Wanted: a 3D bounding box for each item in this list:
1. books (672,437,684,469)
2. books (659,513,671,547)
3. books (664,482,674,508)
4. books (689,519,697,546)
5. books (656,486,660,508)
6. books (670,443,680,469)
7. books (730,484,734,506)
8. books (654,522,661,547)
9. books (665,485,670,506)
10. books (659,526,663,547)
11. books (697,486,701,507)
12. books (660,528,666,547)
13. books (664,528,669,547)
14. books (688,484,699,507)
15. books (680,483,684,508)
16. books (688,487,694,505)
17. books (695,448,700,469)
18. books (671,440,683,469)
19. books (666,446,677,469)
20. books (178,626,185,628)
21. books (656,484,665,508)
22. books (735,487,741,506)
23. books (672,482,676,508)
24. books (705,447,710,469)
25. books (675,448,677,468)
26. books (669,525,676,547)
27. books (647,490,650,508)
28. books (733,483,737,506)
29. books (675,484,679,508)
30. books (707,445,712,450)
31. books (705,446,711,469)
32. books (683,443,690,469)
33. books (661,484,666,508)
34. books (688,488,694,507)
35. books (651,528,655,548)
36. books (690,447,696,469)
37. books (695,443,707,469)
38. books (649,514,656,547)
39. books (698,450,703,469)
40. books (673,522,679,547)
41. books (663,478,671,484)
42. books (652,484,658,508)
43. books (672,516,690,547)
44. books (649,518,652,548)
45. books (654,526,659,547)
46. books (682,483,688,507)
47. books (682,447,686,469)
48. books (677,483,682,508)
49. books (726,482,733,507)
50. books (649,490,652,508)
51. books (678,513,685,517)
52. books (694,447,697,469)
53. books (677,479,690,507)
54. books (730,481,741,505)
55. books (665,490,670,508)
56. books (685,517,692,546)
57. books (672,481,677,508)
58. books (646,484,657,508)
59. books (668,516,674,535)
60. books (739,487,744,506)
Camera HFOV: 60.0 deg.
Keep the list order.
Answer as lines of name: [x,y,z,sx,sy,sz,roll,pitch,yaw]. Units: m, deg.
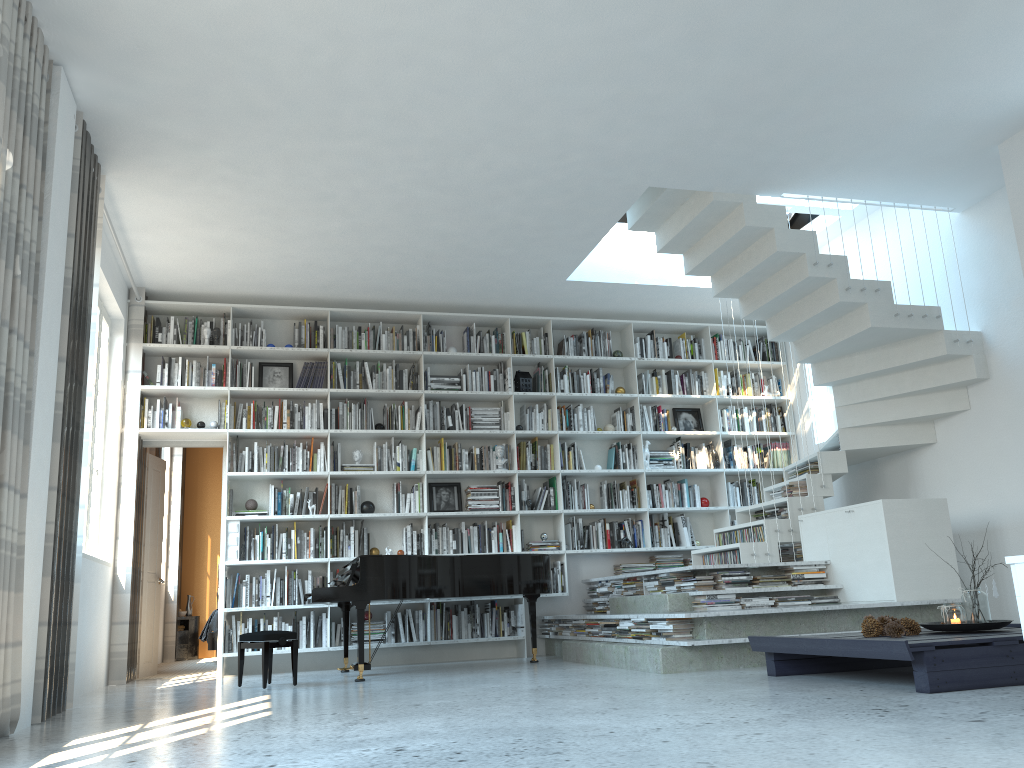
books: [1.638,0.702,8.745,0.010,0.338,0.180,1,-14,-15]
books: [1.470,1.415,8.532,0.014,0.332,0.169,1,-14,-15]
books: [1.510,1.094,8.602,0.028,0.254,0.192,1,-14,-15]
books: [1.720,1.450,8.599,0.062,0.273,0.148,1,-14,-15]
books: [1.384,1.111,8.578,0.011,0.222,0.163,1,-14,-15]
books: [1.610,0.735,8.759,0.012,0.284,0.160,1,-14,-15]
books: [2.151,1.121,8.798,0.037,0.235,0.153,1,-14,-15]
books: [1.382,1.456,8.495,0.015,0.243,0.157,1,-14,-15]
books: [1.485,1.111,8.615,0.012,0.229,0.179,1,-14,-15]
books: [1.399,1.475,8.507,0.025,0.209,0.137,1,-14,-15]
books: [1.796,1.121,8.701,0.027,0.222,0.170,1,-14,-15]
books: [1.426,1.487,8.512,0.030,0.187,0.140,1,-14,-15]
books: [1.454,1.487,8.512,0.024,0.184,0.149,1,-14,-15]
books: [1.772,1.114,8.694,0.025,0.235,0.181,1,-14,-15]
books: [1.629,1.105,8.668,0.012,0.253,0.161,1,-14,-15]
books: [1.740,1.124,8.693,0.037,0.218,0.140,1,-14,-15]
books: [1.818,0.765,8.818,0.028,0.234,0.129,1,-14,-15]
books: [1.628,0.721,8.739,0.011,0.299,0.184,1,-14,-15]
books: [1.572,0.746,8.734,0.012,0.253,0.161,1,-14,-15]
books: [-4.195,3.035,11.044,0.133,0.022,0.189,-13,-17,34]
books: [1.410,1.099,8.583,0.045,0.245,0.186,1,-14,-15]
books: [2.206,1.138,8.805,0.029,0.201,0.173,1,-14,-15]
books: [1.540,1.092,8.615,0.012,0.261,0.187,1,-14,-15]
books: [1.904,0.757,8.813,0.041,0.238,0.177,1,-14,-15]
books: [1.584,0.754,8.754,0.023,0.246,0.138,1,-14,-15]
books: [1.505,1.471,8.527,0.052,0.216,0.185,1,-14,-15]
books: [1.285,1.128,8.553,0.023,0.186,0.160,1,-14,-15]
books: [2.179,1.119,8.808,0.022,0.241,0.151,1,-14,-15]
books: [1.574,1.106,8.647,0.026,0.246,0.166,1,-14,-15]
books: [1.999,0.745,8.875,0.029,0.283,0.139,1,-14,-15]
books: [1.931,0.754,8.837,0.024,0.254,0.145,1,-14,-15]
books: [1.711,0.734,8.771,0.059,0.281,0.167,1,-14,-15]
books: [1.440,1.106,8.606,0.026,0.238,0.177,1,-14,-15]
books: [1.712,1.128,8.667,0.030,0.200,0.190,1,-14,-15]
books: [1.320,1.475,8.496,0.033,0.213,0.140,1,-14,-15]
books: [1.763,0.756,8.786,0.031,0.241,0.147,1,-14,-15]
books: [1.874,0.741,8.806,0.021,0.270,0.192,1,-14,-15]
books: [1.339,1.420,8.515,0.013,0.326,0.131,1,-14,-15]
books: [1.846,0.774,8.816,0.025,0.212,0.156,1,-14,-15]
books: [1.553,1.463,8.546,0.031,0.239,0.172,1,-14,-15]
books: [1.523,1.078,8.633,0.013,0.298,0.148,1,-14,-15]
books: [1.363,1.102,8.588,0.024,0.246,0.143,1,-14,-15]
books: [1.613,1.428,8.527,0.075,0.290,0.255,1,-14,-15]
books: [1.298,1.436,8.488,0.015,0.286,0.138,1,-14,-15]
books: [1.362,1.472,8.496,0.023,0.213,0.164,1,-14,-15]
books: [1.653,1.104,8.649,0.023,0.243,0.190,1,-14,-15]
books: [1.657,0.754,8.746,0.030,0.236,0.179,1,-14,-15]
books: [1.599,1.100,8.634,0.014,0.248,0.177,1,-14,-15]
books: [2.123,1.111,8.785,0.024,0.251,0.176,1,-14,-15]
books: [1.307,1.129,8.557,0.022,0.183,0.163,1,-14,-15]
books: [1.655,1.427,8.600,0.012,0.325,0.136,1,-14,-15]
books: [1.789,0.757,8.813,0.031,0.249,0.133,1,-14,-15]
books: [1.675,1.083,8.664,0.026,0.289,0.181,1,-14,-15]
books: [2.225,1.111,8.837,0.024,0.266,0.133,1,-14,-15]
books: [1.470,1.132,8.595,0.027,0.181,0.186,1,-14,-15]
books: [1.680,1.440,8.580,0.025,0.286,0.160,1,-14,-15]
books: [1.557,1.093,8.642,0.011,0.271,0.152,1,-14,-15]
books: [1.332,1.100,8.568,0.047,0.243,0.177,1,-14,-15]
books: [1.527,1.435,8.566,0.010,0.303,0.132,1,-14,-15]
books: [2.252,1.139,8.831,0.025,0.207,0.149,1,-14,-15]
